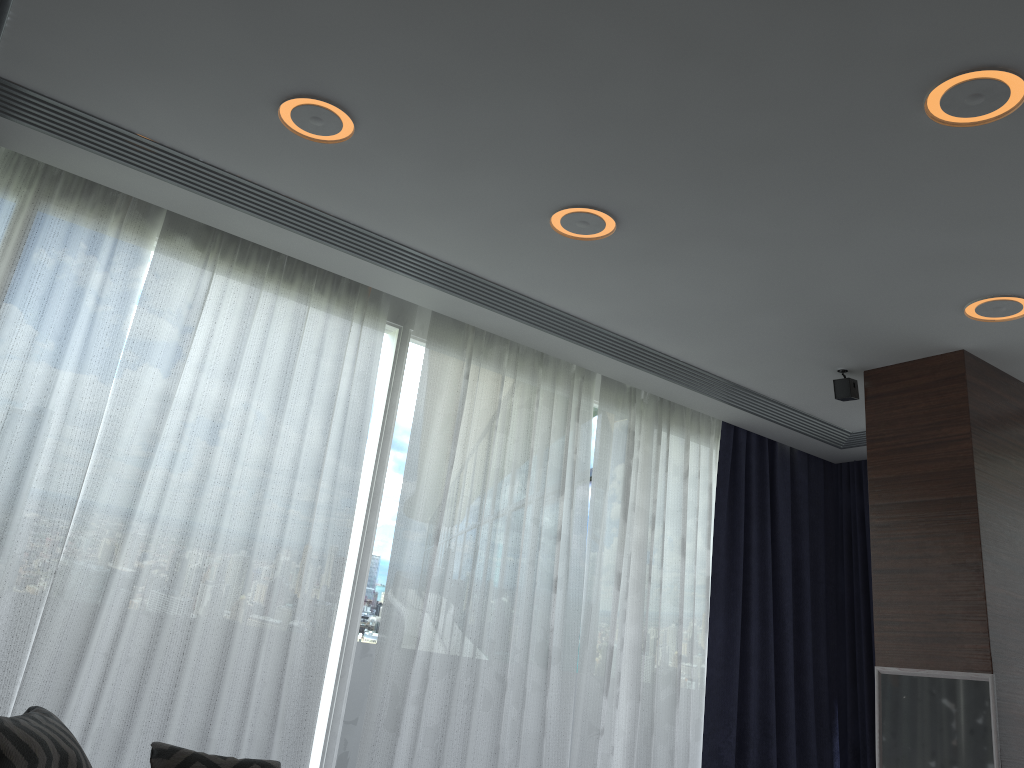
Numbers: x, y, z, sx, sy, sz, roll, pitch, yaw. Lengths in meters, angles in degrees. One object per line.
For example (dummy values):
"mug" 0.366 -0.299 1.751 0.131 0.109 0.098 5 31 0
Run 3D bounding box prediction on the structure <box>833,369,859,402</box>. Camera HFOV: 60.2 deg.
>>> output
"structure" 1.639 0.013 4.335 0.083 0.147 0.112 -14 -29 42

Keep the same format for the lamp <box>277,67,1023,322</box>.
"lamp" 2.977 -1.332 0.010 9.507 0.087 5.230 -9 -24 39

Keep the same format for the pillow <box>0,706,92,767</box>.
"pillow" -1.211 1.096 2.182 0.355 0.534 0.580 9 -20 -4

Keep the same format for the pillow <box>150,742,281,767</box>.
"pillow" -0.866 1.268 2.587 0.410 0.355 0.281 18 -24 -27

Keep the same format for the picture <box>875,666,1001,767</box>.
"picture" 1.647 1.488 3.438 0.052 0.722 0.492 22 -26 -32

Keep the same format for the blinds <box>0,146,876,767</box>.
"blinds" 0.941 0.249 1.780 7.048 2.860 5.698 18 -22 -28
